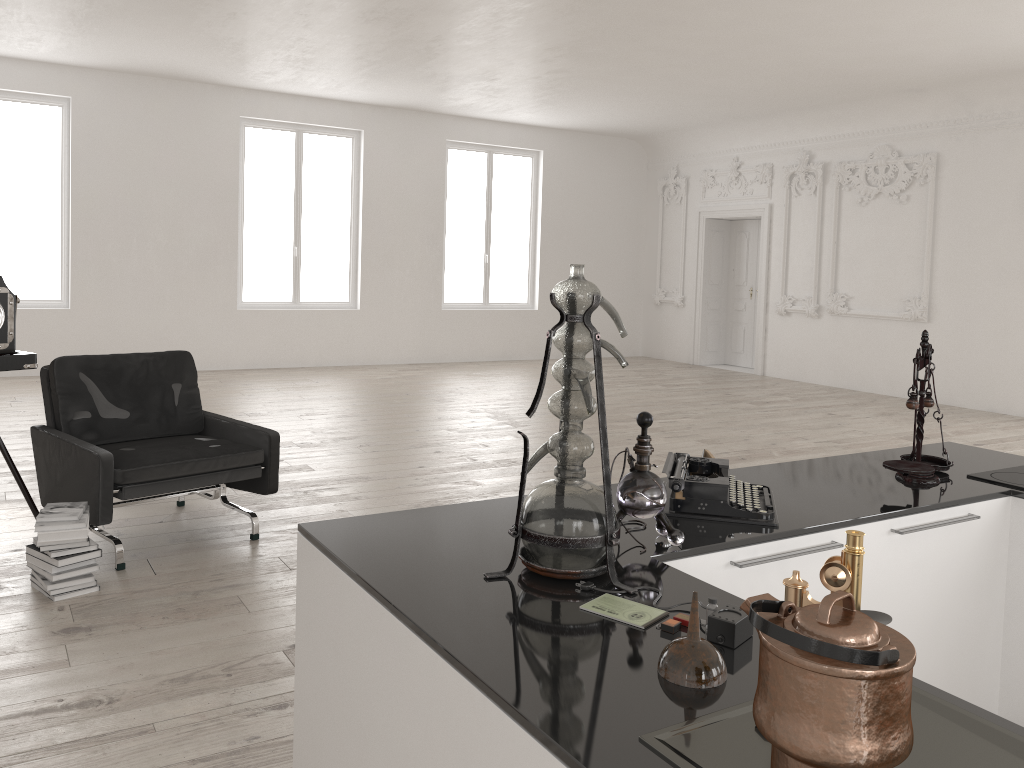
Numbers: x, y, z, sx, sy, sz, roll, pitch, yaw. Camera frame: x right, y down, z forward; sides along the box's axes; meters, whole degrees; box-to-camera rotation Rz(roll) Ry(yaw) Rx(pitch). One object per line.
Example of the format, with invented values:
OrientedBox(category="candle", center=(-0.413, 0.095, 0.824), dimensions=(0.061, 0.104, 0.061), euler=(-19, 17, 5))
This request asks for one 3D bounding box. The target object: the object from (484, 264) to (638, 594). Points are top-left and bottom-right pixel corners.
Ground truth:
OrientedBox(category="object", center=(0.134, 0.067, 1.912), dimensions=(0.319, 0.647, 0.295), euler=(3, 4, 12))

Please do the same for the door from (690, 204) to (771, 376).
OrientedBox(category="door", center=(3.678, -1.529, 14.142), dimensions=(0.654, 2.580, 1.570), euler=(0, 5, -31))

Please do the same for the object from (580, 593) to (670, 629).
OrientedBox(category="object", center=(0.212, 0.427, 1.669), dimensions=(0.141, 0.004, 0.094), euler=(8, 10, 38))

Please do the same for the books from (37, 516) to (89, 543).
OrientedBox(category="books", center=(-2.027, 0.643, 4.005), dimensions=(0.199, 0.041, 0.312), euler=(-2, 8, -25))

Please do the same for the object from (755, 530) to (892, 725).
OrientedBox(category="object", center=(0.442, 0.347, 1.244), dimensions=(0.170, 0.290, 0.132), euler=(4, 4, 29))

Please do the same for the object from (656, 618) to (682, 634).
OrientedBox(category="object", center=(0.282, 0.435, 1.596), dimensions=(0.042, 0.012, 0.032), euler=(9, 10, 43))

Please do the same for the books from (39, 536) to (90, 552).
OrientedBox(category="books", center=(-2.041, 0.700, 4.022), dimensions=(0.199, 0.025, 0.276), euler=(-2, 9, -30))

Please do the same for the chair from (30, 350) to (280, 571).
OrientedBox(category="chair", center=(-1.981, 0.339, 4.858), dimensions=(1.092, 0.958, 0.976), euler=(7, 8, 43))

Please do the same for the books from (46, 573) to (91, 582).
OrientedBox(category="books", center=(-2.057, 0.843, 4.044), dimensions=(0.172, 0.022, 0.244), euler=(-5, 10, -43))

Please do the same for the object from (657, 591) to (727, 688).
OrientedBox(category="object", center=(0.292, 0.399, 1.422), dimensions=(0.111, 0.131, 0.111), euler=(-1, 5, -26))

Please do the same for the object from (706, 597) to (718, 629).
OrientedBox(category="object", center=(0.362, 0.415, 1.600), dimensions=(0.017, 0.056, 0.017), euler=(5, 4, 39))

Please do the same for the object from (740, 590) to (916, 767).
OrientedBox(category="object", center=(0.365, 0.379, 1.031), dimensions=(0.186, 0.278, 0.209), euler=(3, 5, 9))

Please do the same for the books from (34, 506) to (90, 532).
OrientedBox(category="books", center=(-2.036, 0.609, 4.009), dimensions=(0.205, 0.026, 0.292), euler=(-1, 8, -23))

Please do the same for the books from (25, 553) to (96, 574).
OrientedBox(category="books", center=(-2.056, 0.793, 4.029), dimensions=(0.260, 0.034, 0.199), euler=(8, 9, 37))

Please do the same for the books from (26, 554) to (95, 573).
OrientedBox(category="books", center=(-2.056, 0.793, 4.029), dimensions=(0.253, 0.030, 0.194), euler=(8, 9, 37))

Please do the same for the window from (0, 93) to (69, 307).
OrientedBox(category="window", center=(-6.287, -2.213, 10.629), dimensions=(1.726, 2.568, 0.071), euler=(-1, 4, -31))

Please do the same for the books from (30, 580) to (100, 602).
OrientedBox(category="books", center=(-2.041, 0.920, 4.036), dimensions=(0.278, 0.025, 0.199), euler=(8, 10, 41))

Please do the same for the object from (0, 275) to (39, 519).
OrientedBox(category="object", center=(-2.816, 0.087, 4.457), dimensions=(0.657, 1.515, 0.713), euler=(4, 5, 34))

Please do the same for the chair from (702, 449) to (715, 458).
OrientedBox(category="chair", center=(0.468, 0.678, 3.637), dimensions=(0.782, 0.767, 0.633), euler=(3, 5, 14))

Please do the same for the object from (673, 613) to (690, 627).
OrientedBox(category="object", center=(0.319, 0.433, 1.621), dimensions=(0.039, 0.010, 0.026), euler=(8, 9, 38))

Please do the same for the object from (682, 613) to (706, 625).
OrientedBox(category="object", center=(0.335, 0.436, 1.641), dimensions=(0.060, 0.001, 0.020), euler=(8, 10, 38))

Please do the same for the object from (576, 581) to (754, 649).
OrientedBox(category="object", center=(0.296, 0.406, 1.690), dimensions=(0.124, 0.045, 0.377), euler=(-5, 10, -42))

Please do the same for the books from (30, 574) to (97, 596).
OrientedBox(category="books", center=(-2.047, 0.894, 4.033), dimensions=(0.275, 0.025, 0.199), euler=(9, 11, 44))

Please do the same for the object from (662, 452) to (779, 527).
OrientedBox(category="object", center=(0.572, 0.280, 2.465), dimensions=(0.317, 0.110, 0.386), euler=(4, 7, 14))

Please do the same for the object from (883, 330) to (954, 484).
OrientedBox(category="object", center=(1.320, 0.070, 2.838), dimensions=(0.168, 0.488, 0.514), euler=(4, 6, 31))

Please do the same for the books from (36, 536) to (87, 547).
OrientedBox(category="books", center=(-2.041, 0.675, 4.017), dimensions=(0.199, 0.025, 0.282), euler=(-2, 8, -25))

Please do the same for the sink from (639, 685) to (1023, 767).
OrientedBox(category="sink", center=(0.680, 0.620, 0.849), dimensions=(0.485, 0.140, 1.172), euler=(-3, 9, -31))

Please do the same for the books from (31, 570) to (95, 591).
OrientedBox(category="books", center=(-2.047, 0.869, 4.027), dimensions=(0.199, 0.025, 0.282), euler=(-5, 10, -41))

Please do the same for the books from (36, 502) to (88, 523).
OrientedBox(category="books", center=(-2.047, 0.582, 4.028), dimensions=(0.172, 0.022, 0.244), euler=(0, 8, -17))

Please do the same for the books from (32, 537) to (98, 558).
OrientedBox(category="books", center=(-2.035, 0.726, 4.026), dimensions=(0.199, 0.025, 0.278), euler=(-5, 10, -43))

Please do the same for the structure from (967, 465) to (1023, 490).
OrientedBox(category="structure", center=(1.876, 0.325, 2.778), dimensions=(0.506, 0.021, 0.632), euler=(-3, 9, -31))

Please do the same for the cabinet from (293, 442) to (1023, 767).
OrientedBox(category="cabinet", center=(1.255, 0.883, 1.837), dimensions=(2.708, 0.877, 2.477), euler=(-3, 8, -31))

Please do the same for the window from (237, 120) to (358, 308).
OrientedBox(category="window", center=(-3.030, -2.372, 12.604), dimensions=(1.726, 2.568, 0.071), euler=(-1, 4, -31))

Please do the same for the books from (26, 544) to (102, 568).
OrientedBox(category="books", center=(-2.036, 0.759, 4.014), dimensions=(0.301, 0.034, 0.199), euler=(7, 9, 36))

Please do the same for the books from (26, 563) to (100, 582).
OrientedBox(category="books", center=(-2.044, 0.825, 4.023), dimensions=(0.291, 0.026, 0.206), euler=(8, 10, 40))

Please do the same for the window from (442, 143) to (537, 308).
OrientedBox(category="window", center=(-0.355, -2.503, 14.227), dimensions=(1.726, 2.568, 0.071), euler=(-1, 4, -31))

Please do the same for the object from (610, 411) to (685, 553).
OrientedBox(category="object", center=(0.298, 0.216, 2.120), dimensions=(0.204, 0.310, 0.223), euler=(-1, 5, -33))
